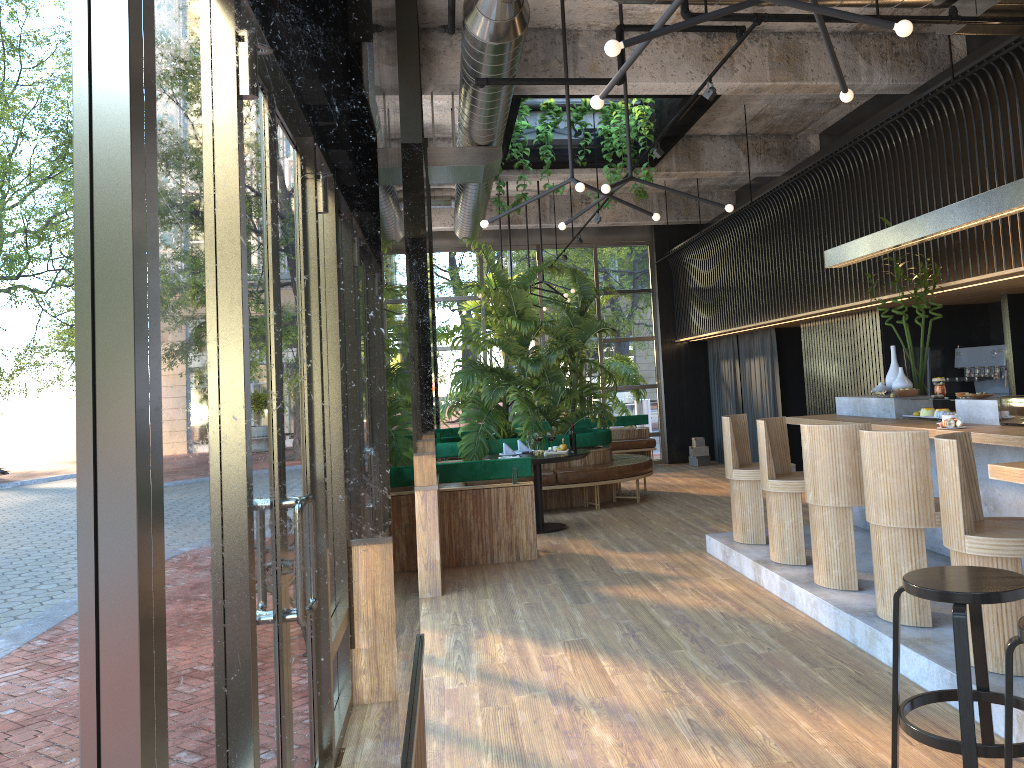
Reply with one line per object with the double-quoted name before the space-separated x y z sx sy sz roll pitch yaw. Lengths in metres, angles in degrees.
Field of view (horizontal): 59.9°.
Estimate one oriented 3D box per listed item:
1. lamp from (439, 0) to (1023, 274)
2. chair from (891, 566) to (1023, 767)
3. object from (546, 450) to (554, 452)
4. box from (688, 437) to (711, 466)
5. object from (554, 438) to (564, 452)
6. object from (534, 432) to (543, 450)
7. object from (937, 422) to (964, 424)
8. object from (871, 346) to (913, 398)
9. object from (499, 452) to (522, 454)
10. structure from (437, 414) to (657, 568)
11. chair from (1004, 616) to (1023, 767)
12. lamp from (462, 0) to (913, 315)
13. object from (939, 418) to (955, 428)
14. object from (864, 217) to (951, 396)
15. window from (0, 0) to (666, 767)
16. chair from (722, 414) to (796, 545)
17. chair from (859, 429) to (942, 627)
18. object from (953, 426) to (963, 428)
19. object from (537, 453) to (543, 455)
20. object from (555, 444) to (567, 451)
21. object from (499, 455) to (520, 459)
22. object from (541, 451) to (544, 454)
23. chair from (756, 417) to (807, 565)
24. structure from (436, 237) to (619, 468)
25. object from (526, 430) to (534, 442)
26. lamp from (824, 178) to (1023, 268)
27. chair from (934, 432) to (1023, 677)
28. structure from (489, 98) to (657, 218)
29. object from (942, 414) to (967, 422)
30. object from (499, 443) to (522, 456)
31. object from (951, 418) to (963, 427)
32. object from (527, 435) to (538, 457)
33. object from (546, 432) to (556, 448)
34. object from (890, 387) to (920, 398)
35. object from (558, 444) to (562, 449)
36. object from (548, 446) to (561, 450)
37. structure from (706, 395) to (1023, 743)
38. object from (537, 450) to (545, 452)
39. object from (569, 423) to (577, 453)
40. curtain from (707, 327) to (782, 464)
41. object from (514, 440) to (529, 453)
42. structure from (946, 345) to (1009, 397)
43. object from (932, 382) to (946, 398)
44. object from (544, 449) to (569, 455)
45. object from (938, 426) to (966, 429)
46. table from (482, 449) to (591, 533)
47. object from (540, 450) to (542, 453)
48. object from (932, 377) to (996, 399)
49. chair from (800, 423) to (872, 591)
"lamp" 0.998 -2.277 9.510 3.850 1.536 9.846 -3 0 -8
"chair" 1.592 1.024 3.061 0.525 0.699 0.502 -3 -3 -11
"object" 0.396 0.675 9.016 0.102 0.013 0.219 -3 0 -1
"box" 3.019 1.087 14.326 0.341 0.444 0.271 -2 -3 -18
"object" 0.476 0.615 8.942 0.145 0.124 0.096 -2 -3 -26
"object" 0.280 0.608 9.277 0.105 0.201 0.099 -2 -4 -18
"object" 2.734 0.250 5.537 0.164 0.020 0.157 -3 0 -10
"object" 2.974 -0.101 6.904 0.303 0.399 0.331 -6 -4 42
"object" -0.030 0.717 9.224 0.242 0.019 0.165 -3 0 43
"structure" 2.269 0.565 4.970 6.116 1.554 19.781 -3 0 -5
"chair" 1.639 1.020 2.424 0.529 0.699 0.498 -2 -3 -16
"lamp" 2.319 -2.200 5.443 5.158 1.829 18.590 -3 0 -5
"object" 2.604 0.235 5.317 0.062 0.059 0.072 -3 -2 -16
"object" 3.121 -0.538 6.946 0.644 1.555 0.608 -5 -4 32
"window" 1.032 -1.848 4.963 4.198 6.515 20.025 -3 -1 -4
"chair" 1.956 0.727 6.980 0.546 0.973 0.547 -3 -3 3
"chair" 2.139 0.712 4.647 0.519 0.973 0.573 -6 -5 43
"object" 2.641 0.260 5.328 0.117 0.005 0.125 -3 0 33
"object" 0.272 0.702 8.943 0.063 0.013 0.145 -3 0 -10
"object" 0.499 0.644 9.033 0.099 0.064 0.161 -2 -1 -36
"object" -0.005 0.715 8.725 0.259 0.019 0.155 -3 0 -8
"object" 0.305 0.691 8.989 0.032 0.031 0.040 -4 -2 19
"chair" 2.013 0.722 6.184 0.571 0.973 0.521 -1 -4 -32
"structure" 0.197 -0.195 11.381 2.515 3.449 2.570 -2 -3 -22
"object" 0.185 0.590 8.922 0.096 0.246 0.089 -1 -4 -24
"lamp" 4.206 -2.164 4.777 5.085 2.140 6.582 -3 -1 -12
"chair" 2.181 0.709 3.888 0.520 0.973 0.572 -6 -4 40
"structure" 0.822 -2.667 10.240 2.101 1.522 1.455 -4 -2 22
"object" 2.754 0.221 5.541 0.137 0.064 0.106 -3 -1 -28
"object" -0.015 0.661 8.983 0.241 0.139 0.224 -3 -1 -23
"object" 2.655 0.232 5.340 0.073 0.060 0.124 -2 -2 -37
"object" 0.206 0.607 8.756 0.101 0.210 0.109 -5 -4 28
"object" 0.413 0.600 9.257 0.105 0.201 0.099 -2 -4 -18
"object" 2.933 0.062 6.643 0.190 0.073 0.229 -3 -1 14
"object" 0.515 0.659 9.234 0.059 0.072 0.205 -2 -1 -14
"object" 0.464 0.659 9.128 0.194 0.038 0.063 -3 -1 26
"structure" 4.726 0.329 4.504 5.931 1.736 7.006 -3 0 -6
"object" 0.289 0.693 9.140 0.098 0.028 0.128 -3 0 9
"object" 0.610 0.539 8.928 0.067 0.300 0.069 -4 -4 10
"curtain" 3.436 0.248 13.293 0.123 2.065 3.220 -3 -1 -4
"object" 0.134 0.653 9.331 0.241 0.139 0.224 -3 -1 -23
"structure" 4.657 0.402 8.570 0.557 1.600 0.824 -3 -3 -6
"object" 3.019 0.040 6.291 0.086 0.107 0.161 -5 -2 40
"object" 0.453 0.688 9.027 0.238 0.019 0.353 -3 0 4
"object" 2.642 0.262 5.332 0.166 0.005 0.168 -3 0 5
"table" 0.267 1.086 8.955 1.152 0.753 1.044 -2 -2 -38
"object" 0.299 0.691 9.078 0.033 0.032 0.037 -3 -2 -9
"object" 3.001 0.026 6.035 0.211 0.135 0.798 -3 0 2
"chair" 2.084 0.717 5.449 0.533 0.973 0.559 -4 -3 17
